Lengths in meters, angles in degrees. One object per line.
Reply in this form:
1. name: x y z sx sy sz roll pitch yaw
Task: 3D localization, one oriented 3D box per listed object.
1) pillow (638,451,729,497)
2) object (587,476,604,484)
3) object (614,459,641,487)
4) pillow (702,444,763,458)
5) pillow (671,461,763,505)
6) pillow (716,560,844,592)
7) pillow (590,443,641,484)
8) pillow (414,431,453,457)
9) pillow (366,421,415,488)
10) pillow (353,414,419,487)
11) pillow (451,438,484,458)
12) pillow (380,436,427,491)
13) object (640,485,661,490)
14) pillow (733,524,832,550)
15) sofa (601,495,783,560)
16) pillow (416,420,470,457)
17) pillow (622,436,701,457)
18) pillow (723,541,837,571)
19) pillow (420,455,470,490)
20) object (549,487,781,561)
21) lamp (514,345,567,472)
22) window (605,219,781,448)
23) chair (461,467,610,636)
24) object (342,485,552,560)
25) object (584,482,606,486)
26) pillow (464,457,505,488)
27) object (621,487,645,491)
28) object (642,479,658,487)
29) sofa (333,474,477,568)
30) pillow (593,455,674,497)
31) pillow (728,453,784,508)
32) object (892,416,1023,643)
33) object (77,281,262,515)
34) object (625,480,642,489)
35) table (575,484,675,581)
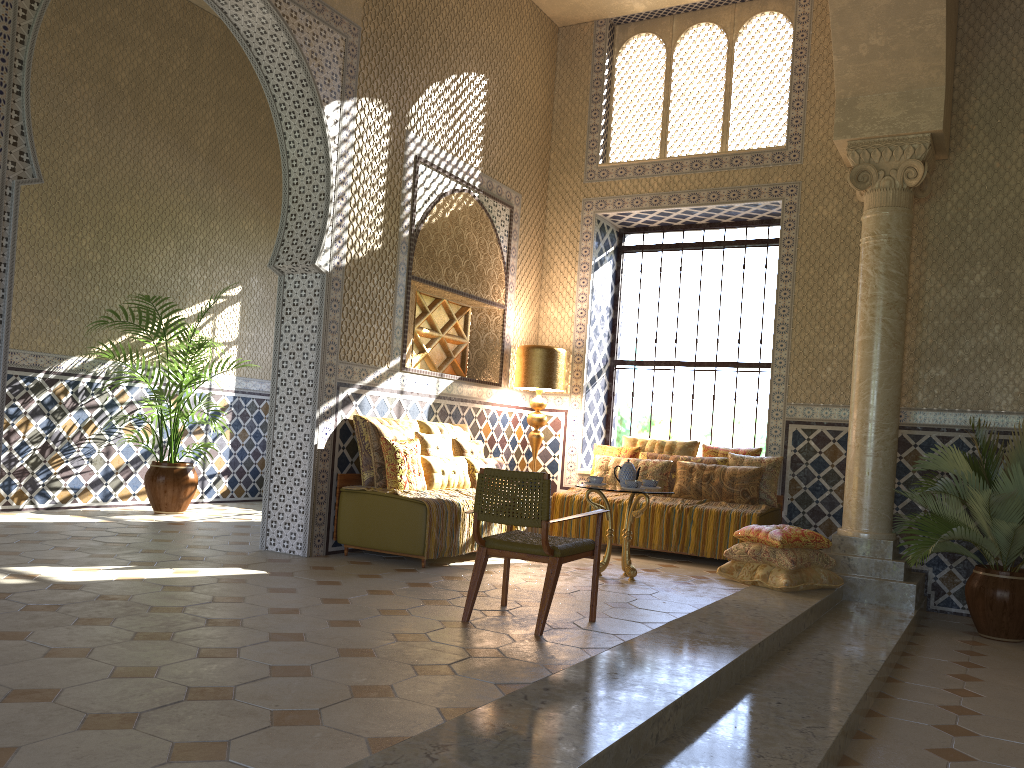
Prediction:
1. pillow: 2.334 1.285 12.327 1.339 0.615 0.371 2 -2 29
2. object: 0.936 1.088 9.943 0.183 0.100 0.183 3 -3 11
3. object: 1.276 0.995 9.802 0.272 0.323 0.199 3 -1 19
4. pillow: 2.996 1.251 12.299 0.854 0.800 0.394 3 -1 30
5. pillow: 2.727 1.339 11.854 1.190 0.546 0.330 2 -2 29
6. pillow: 3.054 2.169 10.086 1.045 0.368 0.990 6 -4 -36
7. pillow: 1.468 1.227 12.839 0.740 0.693 0.341 3 -1 30
8. pillow: -0.934 0.943 10.861 0.340 0.693 0.743 3 -2 30
9. pillow: -1.361 0.842 10.251 0.383 0.780 0.836 3 -2 30
10. pillow: -1.424 0.814 10.544 0.422 0.831 1.196 3 -2 29
11. pillow: -0.545 1.042 11.562 0.313 0.637 0.683 3 -2 30
12. pillow: -1.210 0.932 9.997 0.344 0.651 0.686 3 -2 29
13. object: 1.556 1.172 9.998 0.255 0.032 0.256 3 -3 8
14. pillow: 3.071 1.758 10.074 0.749 0.310 0.804 5 -3 -26
15. sofa: 2.118 1.886 12.141 2.846 0.937 1.277 2 -3 29
16. pillow: -0.841 0.917 11.588 0.422 0.831 1.196 3 -2 29
17. pillow: 2.068 1.186 12.755 1.191 0.832 0.423 3 -1 29
18. pillow: 3.047 1.966 10.088 0.882 0.347 0.931 6 -4 -40
19. pillow: -0.806 1.098 10.683 0.271 0.450 0.985 3 -3 29
20. object: 2.054 1.871 12.105 2.882 0.717 1.318 2 -3 30
21. lamp: 0.349 0.863 13.062 0.737 2.812 0.737 4 0 -2
22. window: 0.238 -0.610 14.852 8.473 3.988 0.575 3 -1 26
23. chair: 0.155 1.293 7.129 0.949 1.209 0.909 3 -2 29
24. object: -0.697 1.604 10.799 1.312 0.717 2.894 2 -4 30
25. object: 0.934 1.126 9.944 0.255 0.032 0.256 3 -3 8
26. pillow: -0.349 1.179 11.500 0.271 0.450 0.985 3 -3 29
27. object: 1.288 1.118 9.421 0.255 0.032 0.256 2 -4 26
28. object: 1.559 1.134 9.998 0.183 0.100 0.183 3 -3 18
29. sofa: -0.745 1.612 10.839 1.272 0.936 2.858 3 -3 29
30. pillow: 1.661 1.302 12.453 1.190 0.546 0.330 2 -2 29
31. pillow: 3.215 1.286 11.857 0.740 0.693 0.341 3 -1 30
32. object: 5.493 1.534 9.592 2.639 2.501 2.169 3 -2 16
33. object: -5.025 0.124 12.912 2.253 3.551 2.760 3 -2 33
34. object: 1.292 1.081 9.420 0.183 0.100 0.184 3 -3 26
35. table: 1.209 1.640 9.766 1.103 0.980 1.100 5 -2 -31
